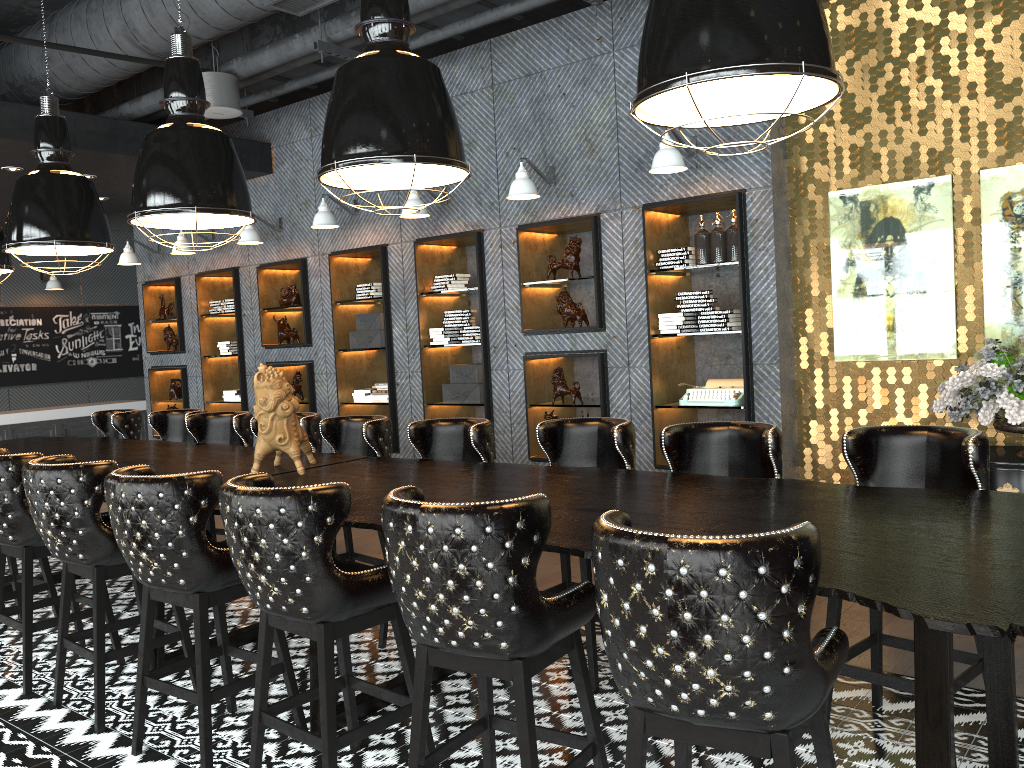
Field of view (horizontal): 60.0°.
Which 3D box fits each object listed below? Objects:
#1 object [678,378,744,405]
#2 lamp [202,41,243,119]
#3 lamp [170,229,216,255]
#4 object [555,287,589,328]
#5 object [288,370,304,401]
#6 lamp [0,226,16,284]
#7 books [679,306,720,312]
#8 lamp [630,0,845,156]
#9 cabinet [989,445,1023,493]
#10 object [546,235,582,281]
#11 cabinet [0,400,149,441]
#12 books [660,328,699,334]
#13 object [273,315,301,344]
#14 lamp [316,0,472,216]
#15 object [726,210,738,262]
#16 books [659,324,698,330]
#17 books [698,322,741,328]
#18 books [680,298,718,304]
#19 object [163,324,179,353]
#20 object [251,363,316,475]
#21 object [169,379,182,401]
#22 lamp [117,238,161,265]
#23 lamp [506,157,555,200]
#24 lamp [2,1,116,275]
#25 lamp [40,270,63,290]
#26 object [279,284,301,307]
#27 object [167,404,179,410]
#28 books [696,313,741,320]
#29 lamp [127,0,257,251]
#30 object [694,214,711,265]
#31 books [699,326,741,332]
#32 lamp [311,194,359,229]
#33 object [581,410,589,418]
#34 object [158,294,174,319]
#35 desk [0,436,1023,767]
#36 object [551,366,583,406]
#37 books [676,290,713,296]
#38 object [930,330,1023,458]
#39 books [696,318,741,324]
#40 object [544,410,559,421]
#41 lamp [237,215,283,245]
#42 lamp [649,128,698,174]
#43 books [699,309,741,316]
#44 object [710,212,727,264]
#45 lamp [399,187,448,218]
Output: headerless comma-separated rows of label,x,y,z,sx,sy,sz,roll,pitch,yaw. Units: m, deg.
object,1.407,0.052,6.185,0.535,0.149,0.484,-1,4,37
lamp,-2.248,-2.553,6.649,0.380,1.045,0.382,-4,3,-25
lamp,-3.283,-1.492,9.164,0.490,0.287,0.243,-5,4,-35
object,0.456,-0.565,6.663,0.242,0.337,0.159,0,4,44
object,-2.197,0.020,8.829,0.317,0.306,0.143,-1,3,34
lamp,-3.942,-1.810,6.266,0.621,2.301,0.621,-3,3,-6
books,1.295,-0.513,6.115,0.245,0.028,0.194,-2,3,22
lamp,0.612,-1.850,2.610,0.621,2.301,0.621,-3,3,-6
cabinet,2.716,0.744,4.745,1.385,0.737,0.710,-1,4,39
object,0.394,-0.949,6.684,0.292,0.325,0.152,-1,3,37
cabinet,-6.166,0.962,8.537,6.311,0.826,8.424,-1,4,39
books,1.187,-0.370,6.188,0.245,0.028,0.193,-5,4,-36
object,-2.220,-0.533,8.771,0.324,0.309,0.154,0,4,44
lamp,-0.527,-1.840,3.524,0.621,2.301,0.621,-3,3,-6
object,1.459,-0.967,5.808,0.109,0.349,0.109,-3,3,9
books,1.169,-0.395,6.135,0.245,0.028,0.193,-5,4,-30
books,1.417,-0.401,6.003,0.193,0.028,0.245,-6,4,-38
books,1.282,-0.568,6.101,0.245,0.028,0.194,-3,3,9
object,-3.867,-0.522,10.117,0.236,0.329,0.155,0,4,44
object,-1.094,0.163,4.267,0.249,0.545,0.475,-3,3,2
object,-3.847,0.057,10.218,0.126,0.249,0.253,-2,3,14
lamp,-4.127,-1.474,9.843,0.490,0.287,0.243,-5,4,-35
lamp,0.173,-1.484,6.393,0.490,0.287,0.243,-5,4,-35
lamp,-2.804,-1.820,5.352,0.621,2.301,0.621,-3,3,-6
lamp,-6.568,-1.485,12.666,0.244,0.287,0.490,-5,4,-35
object,-2.198,-0.871,8.742,0.278,0.222,0.139,-1,4,38
object,-3.843,0.413,10.184,0.269,0.362,0.170,-1,3,32
books,1.411,-0.458,6.028,0.245,0.028,0.194,0,5,45
lamp,-1.665,-1.830,4.438,0.621,2.301,0.621,-3,3,-6
object,1.280,-0.966,5.954,0.109,0.349,0.109,-3,3,-6
books,1.419,-0.372,6.004,0.245,0.028,0.194,0,4,40
lamp,-1.529,-1.515,7.755,0.490,0.287,0.243,-5,4,-35
object,0.592,0.375,6.681,0.198,0.358,0.116,-4,3,-21
object,-3.927,-0.889,10.086,0.290,0.290,0.097,-1,3,37
desk,-1.086,0.886,4.182,7.594,0.927,1.434,-1,4,39
object,0.408,0.013,6.683,0.135,0.294,0.256,-6,4,-43
books,1.255,-0.624,6.118,0.245,0.028,0.194,-3,3,10
object,2.724,0.047,4.653,0.848,0.663,0.875,-4,3,-21
books,1.407,-0.429,6.021,0.245,0.028,0.194,0,4,41
object,0.371,0.382,6.818,0.266,0.359,0.168,-1,3,32
lamp,-2.382,-1.482,8.443,0.490,0.287,0.243,-5,4,-35
lamp,1.079,-1.502,5.665,0.490,0.287,0.243,-5,4,-35
books,1.426,-0.486,6.014,0.245,0.028,0.194,-1,4,38
object,1.370,-0.967,5.881,0.109,0.349,0.109,-2,3,24
lamp,-0.676,-1.479,7.075,0.490,0.287,0.243,-5,4,-35
